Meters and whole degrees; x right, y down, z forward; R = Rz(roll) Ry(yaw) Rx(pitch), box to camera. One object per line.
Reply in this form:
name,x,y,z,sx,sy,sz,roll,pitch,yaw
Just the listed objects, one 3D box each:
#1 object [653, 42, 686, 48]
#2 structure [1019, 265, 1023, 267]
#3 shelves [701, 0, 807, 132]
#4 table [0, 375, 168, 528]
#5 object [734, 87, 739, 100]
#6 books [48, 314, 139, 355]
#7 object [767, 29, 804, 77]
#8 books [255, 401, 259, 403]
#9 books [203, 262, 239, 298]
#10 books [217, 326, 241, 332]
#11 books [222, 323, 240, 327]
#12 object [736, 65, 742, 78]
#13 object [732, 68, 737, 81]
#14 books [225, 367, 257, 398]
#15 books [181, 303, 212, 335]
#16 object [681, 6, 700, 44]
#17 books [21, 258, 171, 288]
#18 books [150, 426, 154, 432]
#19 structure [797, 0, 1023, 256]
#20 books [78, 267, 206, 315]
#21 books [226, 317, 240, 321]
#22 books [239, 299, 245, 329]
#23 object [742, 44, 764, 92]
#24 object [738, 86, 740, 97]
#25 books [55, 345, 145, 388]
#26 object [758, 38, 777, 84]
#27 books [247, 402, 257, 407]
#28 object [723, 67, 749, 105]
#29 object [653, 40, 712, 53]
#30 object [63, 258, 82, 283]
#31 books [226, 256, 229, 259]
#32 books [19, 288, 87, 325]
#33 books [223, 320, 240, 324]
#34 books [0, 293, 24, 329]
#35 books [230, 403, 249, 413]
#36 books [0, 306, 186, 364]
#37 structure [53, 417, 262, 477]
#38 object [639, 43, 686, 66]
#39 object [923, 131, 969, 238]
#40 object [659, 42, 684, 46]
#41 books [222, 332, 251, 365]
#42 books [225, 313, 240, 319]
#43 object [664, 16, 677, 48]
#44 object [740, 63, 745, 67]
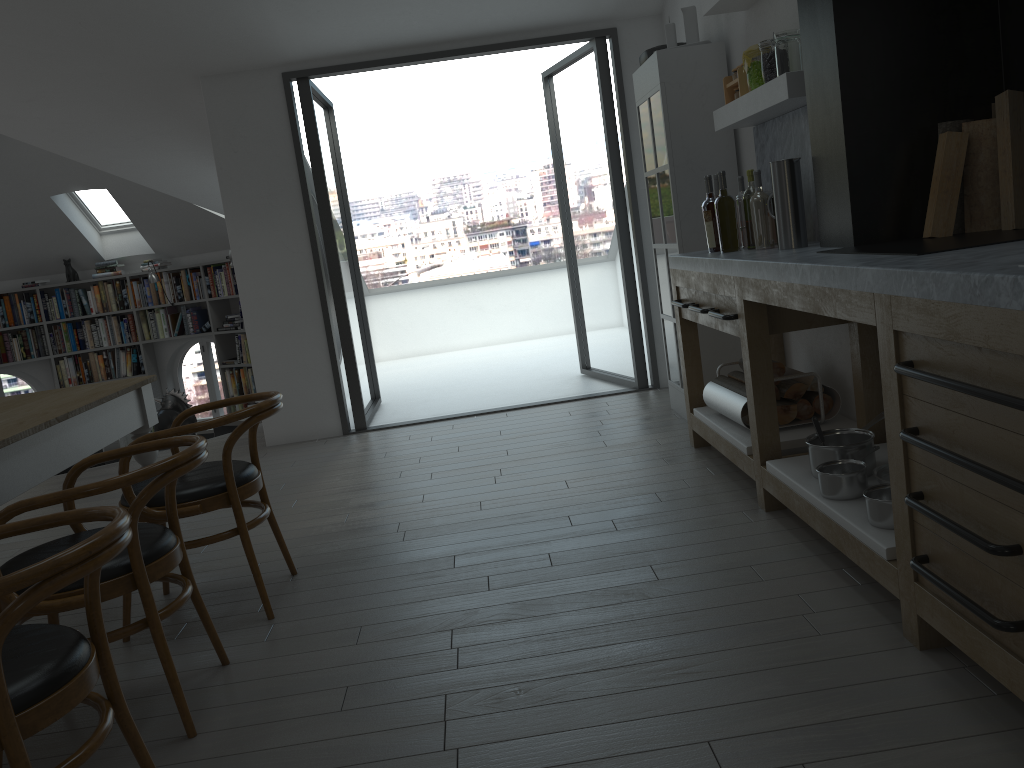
object,0.879,-1.817,4.966,0.238,0.119,0.239,-8,9,-2
structure,1.331,-0.202,1.381,0.647,0.041,0.740,-8,9,-2
shelves,1.457,-1.327,1.501,0.480,1.356,5.570,-9,9,-7
table,-1.875,0.685,2.148,1.018,0.796,3.362,-8,9,-2
object,1.071,-1.356,4.155,0.058,0.075,0.059,-5,9,21
books,-4.746,-0.592,10.151,1.029,0.358,0.301,-11,9,-16
object,1.089,-1.278,3.411,0.207,0.177,0.104,-5,9,20
books,-2.166,0.110,7.992,0.286,0.034,0.305,-10,9,-12
books,-2.984,-1.162,9.667,0.969,0.366,0.307,0,12,41
books,-3.031,-0.644,9.907,0.388,0.042,0.367,-1,12,38
books,-3.036,-0.677,9.902,0.285,0.031,0.270,-2,11,33
object,1.062,-1.430,4.077,0.058,0.075,0.059,-5,9,21
object,1.059,-1.440,4.144,0.058,0.075,0.059,-5,9,21
books,-2.838,-0.035,9.829,0.871,0.349,0.273,-1,11,39
books,-3.504,-0.752,10.061,0.398,0.339,0.225,-5,9,18
object,0.934,-1.854,4.627,0.072,0.210,0.071,-5,8,22
books,-5.206,-1.140,9.616,2.822,0.173,0.748,-14,11,-31
books,-4.578,0.518,10.257,1.020,0.305,0.288,-11,9,-17
structure,1.286,-1.376,2.611,0.780,1.877,1.080,-8,8,-2
books,-4.128,-1.068,10.098,1.565,0.365,0.395,-8,9,4
books,-3.044,-0.737,9.894,0.214,0.036,0.226,-16,12,-41
books,-2.720,-0.786,9.557,0.553,0.349,0.257,1,12,44
object,1.062,-1.351,3.821,0.128,0.198,0.164,-9,8,-7
object,1.074,-1.346,4.089,0.058,0.075,0.059,-5,9,21
books,-4.680,-0.217,10.161,0.999,0.350,0.298,-11,9,-18
object,1.075,-1.314,3.624,0.120,0.182,0.120,-6,8,13
books,-2.161,0.146,7.997,0.365,0.042,0.389,-8,9,-2
object,1.070,-1.369,4.084,0.120,0.145,0.238,-8,9,-2
object,0.900,-1.756,4.661,0.294,0.024,0.151,-4,10,22
object,-4.951,-1.279,9.972,0.147,0.264,0.202,-9,8,-5
books,-2.876,-1.396,9.591,0.318,0.036,0.336,-16,12,-39
books,-5.175,-0.882,9.942,0.684,0.345,0.265,-12,9,-25
books,-3.040,-0.707,9.898,0.270,0.031,0.286,-16,12,-41
books,-5.693,-0.749,9.515,0.269,0.371,0.796,-1,12,41
books,-2.611,0.334,9.652,0.361,0.310,1.498,-15,12,-39
books,-4.878,-0.528,9.916,2.533,0.369,0.592,-12,10,-21
structure,-3.997,0.757,8.149,4.708,0.690,4.729,0,13,43
object,0.880,-1.808,4.968,0.299,0.119,0.300,-8,9,-2
object,1.378,-0.630,2.821,0.148,0.335,0.081,-10,8,-11
object,0.877,-1.826,4.965,0.170,0.119,0.171,-8,9,-2
books,-2.833,-0.407,9.715,0.973,0.351,0.253,0,11,40
books,-3.049,-0.768,9.890,0.270,0.031,0.286,-12,10,-21
object,0.837,-1.840,4.670,0.054,0.195,0.054,-5,8,23
object,1.066,-1.419,4.011,0.058,0.075,0.059,-5,9,21
